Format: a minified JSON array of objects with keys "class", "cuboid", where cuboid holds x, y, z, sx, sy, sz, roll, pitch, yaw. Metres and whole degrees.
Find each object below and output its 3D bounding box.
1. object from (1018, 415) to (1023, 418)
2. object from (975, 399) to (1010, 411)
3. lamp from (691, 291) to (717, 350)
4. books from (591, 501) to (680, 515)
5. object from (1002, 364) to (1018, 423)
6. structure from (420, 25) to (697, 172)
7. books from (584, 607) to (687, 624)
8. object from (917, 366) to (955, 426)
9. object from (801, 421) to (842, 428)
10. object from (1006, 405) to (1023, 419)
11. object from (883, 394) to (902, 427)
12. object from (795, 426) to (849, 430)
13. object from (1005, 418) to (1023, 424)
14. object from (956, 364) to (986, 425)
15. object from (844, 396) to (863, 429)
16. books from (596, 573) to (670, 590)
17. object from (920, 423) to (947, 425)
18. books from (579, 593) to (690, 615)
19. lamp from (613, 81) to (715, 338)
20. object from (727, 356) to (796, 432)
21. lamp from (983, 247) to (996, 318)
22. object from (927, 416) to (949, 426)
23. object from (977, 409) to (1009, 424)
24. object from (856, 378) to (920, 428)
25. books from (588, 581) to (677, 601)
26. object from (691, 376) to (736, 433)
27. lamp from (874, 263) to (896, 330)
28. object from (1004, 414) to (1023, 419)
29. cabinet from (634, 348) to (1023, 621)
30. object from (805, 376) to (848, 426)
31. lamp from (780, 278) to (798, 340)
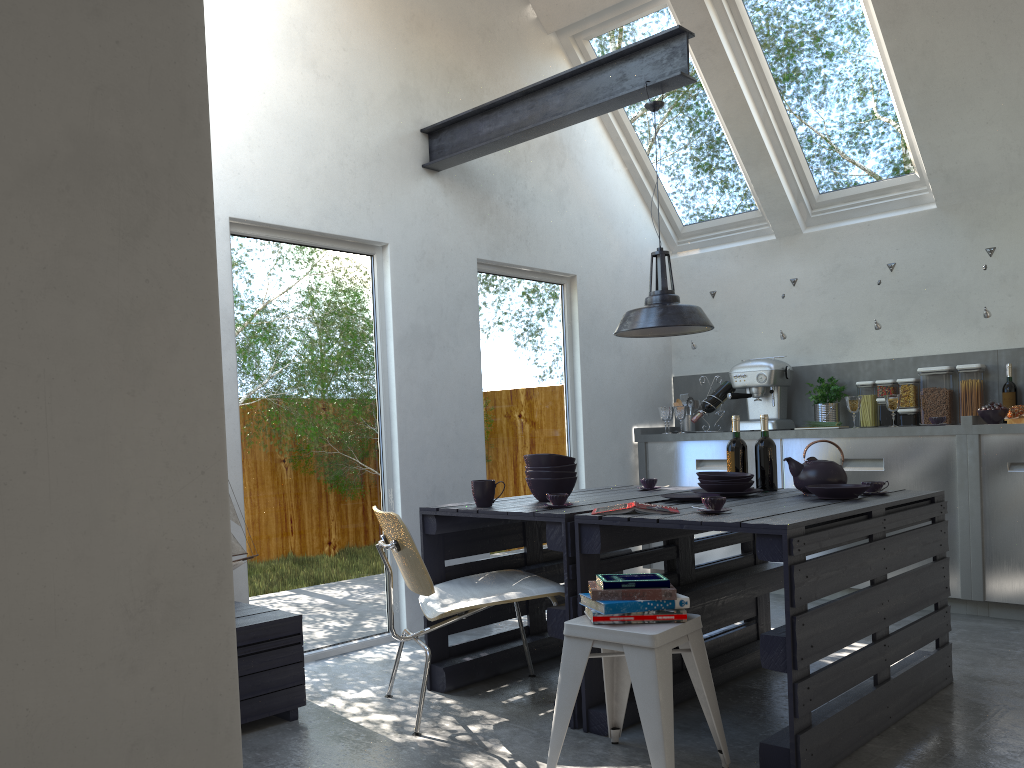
[{"class":"object","cuboid":[2.898,0.115,4.549,0.470,0.112,0.122,-3,-1,16]},{"class":"object","cuboid":[2.593,0.129,4.715,0.168,0.095,0.134,-3,-2,29]},{"class":"lamp","cuboid":[1.361,-0.459,6.234,0.064,0.437,0.312,-1,1,44]},{"class":"books","cuboid":[0.450,0.452,3.208,0.313,0.030,0.217,-3,-3,12]},{"class":"object","cuboid":[2.840,0.057,4.989,0.077,0.345,0.068,-1,2,37]},{"class":"structure","cuboid":[-0.220,-1.321,4.649,2.686,0.209,0.128,-5,-2,43]},{"class":"books","cuboid":[0.384,0.720,2.773,0.286,0.035,0.197,-2,-3,1]},{"class":"object","cuboid":[2.551,0.077,5.253,0.186,0.355,0.120,-2,1,43]},{"class":"object","cuboid":[1.900,0.251,5.430,0.134,0.053,0.292,0,-3,-32]},{"class":"object","cuboid":[2.750,0.151,4.739,0.118,0.077,0.119,-2,-2,-3]},{"class":"object","cuboid":[2.261,0.160,5.186,0.104,0.192,0.093,-2,1,32]},{"class":"object","cuboid":[1.918,0.273,5.416,0.279,0.012,0.170,-5,-4,41]},{"class":"object","cuboid":[2.882,0.185,4.552,0.500,0.028,0.289,-5,-4,43]},{"class":"object","cuboid":[2.692,0.065,5.123,0.136,0.355,0.120,-1,1,43]},{"class":"object","cuboid":[2.039,0.169,5.215,0.099,0.192,0.097,-2,0,2]},{"class":"books","cuboid":[0.380,0.625,2.772,0.205,0.025,0.143,-2,-3,1]},{"class":"object","cuboid":[2.362,0.228,4.907,0.137,0.013,0.026,-3,-3,20]},{"class":"books","cuboid":[0.383,0.686,2.772,0.277,0.033,0.203,-1,-3,-14]},{"class":"lamp","cuboid":[0.647,-0.777,3.864,0.459,1.098,0.403,-1,1,43]},{"class":"object","cuboid":[1.658,0.066,5.844,0.381,0.501,0.401,-2,0,43]},{"class":"lamp","cuboid":[2.709,-0.580,4.958,0.062,0.436,0.319,-1,0,32]},{"class":"object","cuboid":[2.396,0.211,4.926,0.110,0.056,0.123,-1,-3,-31]},{"class":"object","cuboid":[2.594,0.179,4.716,0.148,0.079,0.146,-2,-2,1]},{"class":"object","cuboid":[2.337,0.124,5.436,0.363,0.294,0.099,-3,0,43]},{"class":"books","cuboid":[0.377,0.654,2.774,0.258,0.032,0.172,-2,-3,6]},{"class":"object","cuboid":[1.371,0.140,6.110,0.321,0.394,0.241,-2,0,-17]},{"class":"lamp","cuboid":[2.276,-0.541,5.364,0.064,0.437,0.312,-1,1,44]},{"class":"object","cuboid":[2.789,0.154,4.715,0.192,0.059,0.205,-1,-3,-26]},{"class":"cabinet","cuboid":[2.164,0.582,5.385,3.035,1.478,0.533,-4,-1,43]},{"class":"object","cuboid":[2.022,0.120,5.636,0.247,0.342,0.251,-2,0,-4]},{"class":"lamp","cuboid":[1.834,-0.502,5.790,0.062,0.436,0.319,-1,0,32]}]
